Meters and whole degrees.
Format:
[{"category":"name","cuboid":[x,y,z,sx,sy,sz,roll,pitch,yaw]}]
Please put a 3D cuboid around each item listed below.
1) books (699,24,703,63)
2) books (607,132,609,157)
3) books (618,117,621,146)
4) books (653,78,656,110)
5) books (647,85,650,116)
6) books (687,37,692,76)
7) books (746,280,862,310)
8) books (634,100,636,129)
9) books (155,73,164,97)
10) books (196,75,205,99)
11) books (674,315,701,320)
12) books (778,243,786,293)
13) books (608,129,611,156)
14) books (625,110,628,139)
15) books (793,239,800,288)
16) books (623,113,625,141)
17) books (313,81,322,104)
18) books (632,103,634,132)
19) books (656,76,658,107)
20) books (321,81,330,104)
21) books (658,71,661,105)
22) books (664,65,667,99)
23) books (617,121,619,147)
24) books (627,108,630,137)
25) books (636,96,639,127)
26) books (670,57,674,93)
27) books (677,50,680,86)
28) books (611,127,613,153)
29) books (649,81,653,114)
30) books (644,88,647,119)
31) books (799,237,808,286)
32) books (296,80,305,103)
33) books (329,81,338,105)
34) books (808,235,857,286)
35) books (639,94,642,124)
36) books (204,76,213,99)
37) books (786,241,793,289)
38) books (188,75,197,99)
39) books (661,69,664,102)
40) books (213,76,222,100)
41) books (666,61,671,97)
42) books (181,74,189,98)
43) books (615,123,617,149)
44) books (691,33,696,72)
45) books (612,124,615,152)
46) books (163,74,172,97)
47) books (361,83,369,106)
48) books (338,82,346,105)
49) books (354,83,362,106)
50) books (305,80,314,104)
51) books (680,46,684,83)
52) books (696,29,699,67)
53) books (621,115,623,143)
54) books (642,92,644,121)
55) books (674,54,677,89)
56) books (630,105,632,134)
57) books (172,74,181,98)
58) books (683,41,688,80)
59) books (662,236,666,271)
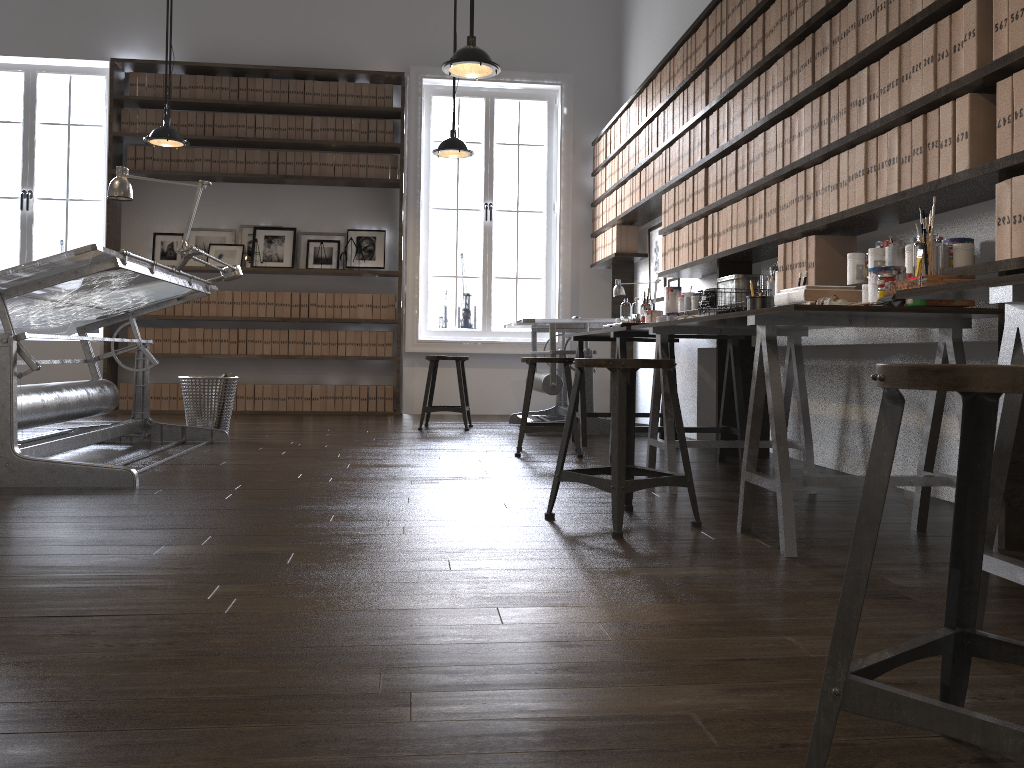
[{"category":"books","cuboid":[1.142,-1.894,4.963,0.174,0.226,0.066,1,-1,-6]},{"category":"books","cuboid":[0.879,-1.971,7.327,0.174,0.226,0.066,1,-1,-6]},{"category":"books","cuboid":[0.920,-1.957,6.899,0.174,0.226,0.067,1,-1,-6]},{"category":"books","cuboid":[1.036,-1.925,5.930,0.174,0.226,0.066,1,-1,-6]},{"category":"books","cuboid":[1.020,-1.930,6.071,0.174,0.226,0.066,1,-1,-6]},{"category":"books","cuboid":[1.119,-1.901,5.176,0.174,0.226,0.066,1,-1,-6]},{"category":"books","cuboid":[1.011,-0.291,3.051,0.385,0.148,0.294,1,1,-6]},{"category":"books","cuboid":[0.974,-1.941,6.418,0.174,0.226,0.066,1,-1,-6]},{"category":"books","cuboid":[-3.038,-2.558,7.687,0.067,0.226,0.174,1,0,-6]},{"category":"books","cuboid":[-2.697,-2.554,7.719,0.067,0.226,0.174,1,0,-7]},{"category":"books","cuboid":[0.789,-0.250,3.424,0.256,0.029,0.354,1,2,-6]},{"category":"books","cuboid":[1.245,-0.490,3.828,0.174,0.226,0.067,1,-1,-6]},{"category":"books","cuboid":[0.882,-1.969,7.252,0.174,0.226,0.067,1,-1,-6]},{"category":"books","cuboid":[0.944,-1.951,6.699,0.174,0.226,0.067,1,-1,-6]},{"category":"books","cuboid":[1.266,-0.486,3.692,0.174,0.226,0.066,1,-1,-6]},{"category":"books","cuboid":[0.938,-1.953,6.771,0.174,0.226,0.066,1,-1,-6]},{"category":"books","cuboid":[-1.714,-2.544,7.832,0.067,0.226,0.174,1,0,-6]},{"category":"books","cuboid":[0.970,-1.944,6.490,0.174,0.226,0.066,1,-1,-6]},{"category":"books","cuboid":[1.044,-1.923,5.859,0.174,0.226,0.066,1,-1,-6]},{"category":"books","cuboid":[-1.645,-2.544,7.844,0.067,0.226,0.174,1,0,-7]},{"category":"books","cuboid":[1.045,-1.921,5.792,0.174,0.226,0.067,1,-1,-6]},{"category":"books","cuboid":[1.063,-1.917,5.663,0.174,0.226,0.066,1,-1,-6]},{"category":"books","cuboid":[0.919,-1.959,6.967,0.174,0.226,0.066,1,-1,-6]},{"category":"books","cuboid":[0.956,-1.948,6.629,0.174,0.226,0.066,1,-1,-6]},{"category":"books","cuboid":[0.982,-1.939,6.346,0.174,0.226,0.067,1,-1,-6]},{"category":"books","cuboid":[1.081,-1.912,5.522,0.174,0.226,0.066,1,-1,-6]},{"category":"books","cuboid":[1.094,-1.908,5.383,0.174,0.226,0.066,1,-1,-6]},{"category":"books","cuboid":[0.895,-1.966,7.178,0.174,0.226,0.066,1,-1,-6]},{"category":"books","cuboid":[1.024,-1.928,6.000,0.174,0.226,0.066,1,-1,-6]},{"category":"books","cuboid":[1.006,-1.933,6.145,0.174,0.226,0.067,1,-1,-6]},{"category":"books","cuboid":[1.270,-0.483,3.621,0.174,0.226,0.066,1,-1,-6]},{"category":"books","cuboid":[-1.857,-2.545,7.813,0.067,0.226,0.174,1,0,-7]},{"category":"books","cuboid":[-1.575,-2.543,7.850,0.067,0.226,0.174,1,0,-7]},{"category":"books","cuboid":[1.283,-0.481,3.551,0.174,0.226,0.066,1,-1,-6]},{"category":"books","cuboid":[0.994,-1.937,6.284,0.174,0.226,0.066,1,-1,-6]},{"category":"books","cuboid":[-2.631,-2.553,7.732,0.067,0.226,0.174,1,0,-6]},{"category":"books","cuboid":[1.258,-0.488,3.762,0.174,0.226,0.066,1,-1,-6]},{"category":"books","cuboid":[-2.764,-2.555,7.716,0.067,0.226,0.174,1,0,-6]},{"category":"books","cuboid":[1.057,-1.919,5.726,0.174,0.226,0.066,1,-1,-6]},{"category":"books","cuboid":[-2.560,-2.553,7.740,0.067,0.226,0.174,1,0,-6]},{"category":"books","cuboid":[1.069,-1.915,5.591,0.174,0.226,0.067,1,-1,-6]},{"category":"books","cuboid":[-2.826,-2.555,7.707,0.067,0.226,0.174,1,0,-6]},{"category":"books","cuboid":[0.911,-1.961,7.037,0.174,0.226,0.066,1,-1,-6]},{"category":"books","cuboid":[1.128,-1.899,5.102,0.174,0.226,0.066,1,-1,-6]},{"category":"books","cuboid":[0.899,-1.964,7.107,0.174,0.226,0.066,1,-1,-6]},{"category":"books","cuboid":[-2.968,-2.557,7.693,0.067,0.226,0.174,1,0,-6]},{"category":"books","cuboid":[-1.304,-2.540,7.875,0.067,0.226,0.174,1,0,-6]},{"category":"books","cuboid":[-1.505,-2.542,7.854,0.067,0.226,0.174,1,0,-6]},{"category":"books","cuboid":[-1.371,-2.541,7.872,0.067,0.226,0.174,1,0,-7]},{"category":"books","cuboid":[-1.785,-2.545,7.821,0.067,0.226,0.174,1,0,-6]},{"category":"books","cuboid":[1.099,-1.905,5.310,0.174,0.226,0.066,1,-1,-6]},{"category":"books","cuboid":[1.138,-1.896,5.033,0.174,0.226,0.066,1,-1,-6]},{"category":"books","cuboid":[0.933,-1.955,6.833,0.174,0.226,0.066,1,-1,-6]},{"category":"books","cuboid":[1.004,-1.935,6.219,0.174,0.226,0.066,1,-1,-6]},{"category":"books","cuboid":[1.091,-1.910,5.452,0.174,0.226,0.066,1,-1,-6]},{"category":"books","cuboid":[0.966,-1.946,6.560,0.174,0.226,0.066,1,-1,-6]},{"category":"books","cuboid":[-2.898,-2.556,7.697,0.067,0.226,0.174,1,0,-7]},{"category":"books","cuboid":[1.107,-1.903,5.239,0.174,0.226,0.067,1,-1,-6]},{"category":"books","cuboid":[1.046,-0.823,5.634,0.174,0.226,0.067,1,-1,-6]}]
